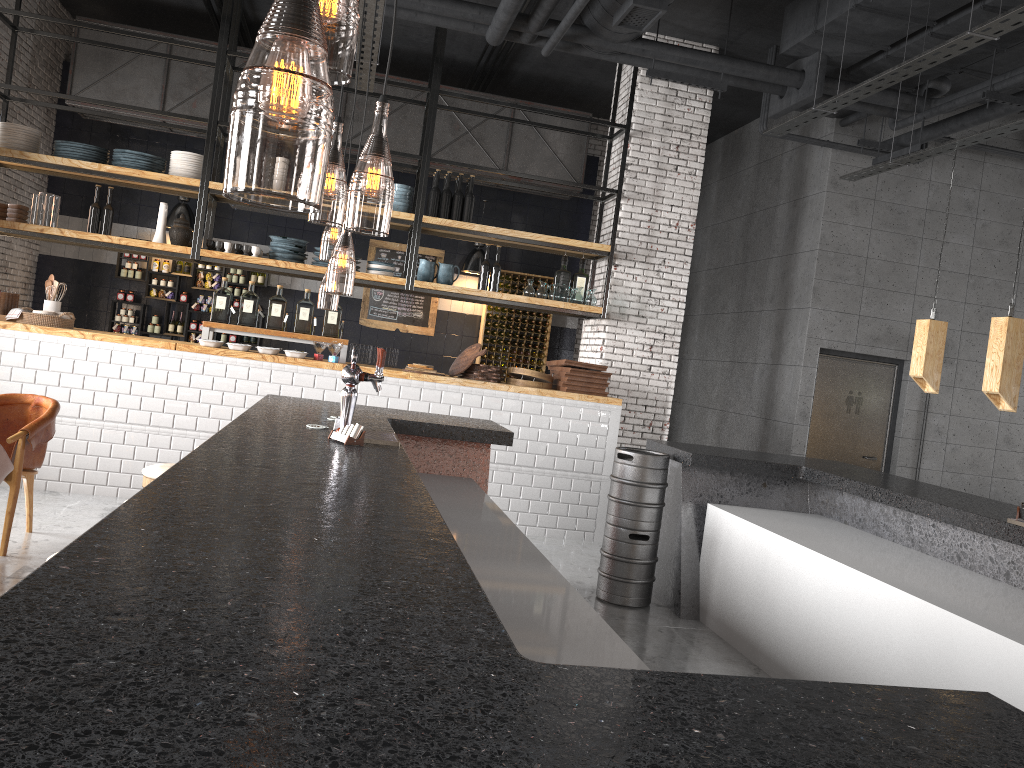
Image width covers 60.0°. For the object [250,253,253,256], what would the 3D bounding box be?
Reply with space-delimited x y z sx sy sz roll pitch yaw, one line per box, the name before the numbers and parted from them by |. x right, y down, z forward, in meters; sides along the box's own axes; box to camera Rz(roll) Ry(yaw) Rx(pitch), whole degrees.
object | -2.449 -1.212 8.290 0.072 0.097 0.072 7 1 -44

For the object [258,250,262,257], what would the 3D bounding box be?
object | -2.350 -1.196 8.190 0.072 0.097 0.072 7 1 -12

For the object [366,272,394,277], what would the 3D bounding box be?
object | -1.252 -1.027 8.393 0.263 0.026 0.263 8 2 24

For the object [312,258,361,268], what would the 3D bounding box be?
object | -1.647 -1.123 8.313 0.454 0.050 0.454 8 1 9

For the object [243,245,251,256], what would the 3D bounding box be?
object | -2.383 -1.194 7.946 0.072 0.097 0.072 7 1 -2

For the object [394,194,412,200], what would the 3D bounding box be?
object | -1.059 -1.731 8.384 0.218 0.092 0.218 8 1 25

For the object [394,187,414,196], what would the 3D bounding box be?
object | -1.041 -1.794 8.385 0.218 0.096 0.219 7 1 -27

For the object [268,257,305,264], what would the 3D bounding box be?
object | -2.093 -1.132 8.227 0.334 0.033 0.335 6 2 -42

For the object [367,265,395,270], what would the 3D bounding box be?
object | -1.243 -1.092 8.392 0.263 0.028 0.263 8 2 16

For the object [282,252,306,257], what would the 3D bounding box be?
object | -2.088 -1.185 8.228 0.334 0.051 0.334 8 2 19

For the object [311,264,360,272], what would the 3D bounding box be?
object | -1.654 -1.075 8.314 0.453 0.033 0.454 7 2 -29

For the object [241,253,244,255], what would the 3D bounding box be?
object | -2.524 -1.222 8.276 0.072 0.097 0.072 8 1 33

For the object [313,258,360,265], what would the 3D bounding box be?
object | -1.646 -1.148 8.311 0.454 0.062 0.452 8 2 33

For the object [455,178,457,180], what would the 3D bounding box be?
object | -0.530 -1.986 8.652 0.046 0.031 0.046 7 1 -33

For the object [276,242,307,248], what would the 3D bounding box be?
object | -2.075 -1.276 8.227 0.334 0.035 0.335 6 2 -36

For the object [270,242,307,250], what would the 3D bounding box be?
object | -2.076 -1.265 8.229 0.335 0.052 0.334 8 1 6

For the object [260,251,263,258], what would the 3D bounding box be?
object | -2.373 -1.202 8.305 0.072 0.097 0.072 7 1 -11

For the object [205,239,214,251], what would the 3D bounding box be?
object | -2.690 -1.233 7.885 0.072 0.097 0.072 8 1 12

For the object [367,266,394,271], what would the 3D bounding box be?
object | -1.244 -1.081 8.392 0.263 0.032 0.263 9 2 37

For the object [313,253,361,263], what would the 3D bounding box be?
object | -1.640 -1.171 8.311 0.453 0.065 0.453 9 2 42

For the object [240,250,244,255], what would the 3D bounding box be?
object | -2.502 -1.216 8.161 0.072 0.097 0.072 8 1 19

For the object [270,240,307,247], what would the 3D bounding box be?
object | -2.073 -1.291 8.226 0.334 0.036 0.335 7 2 -22

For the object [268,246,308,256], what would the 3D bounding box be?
object | -2.078 -1.219 8.227 0.372 0.071 0.373 8 1 1

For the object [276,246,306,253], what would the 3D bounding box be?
object | -2.080 -1.236 8.227 0.334 0.039 0.335 7 2 -11

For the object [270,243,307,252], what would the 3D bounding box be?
object | -2.077 -1.249 8.229 0.335 0.052 0.333 8 2 27

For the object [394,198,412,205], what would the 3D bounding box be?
object | -1.063 -1.699 8.381 0.218 0.092 0.219 7 1 -21

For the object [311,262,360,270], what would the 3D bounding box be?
object | -1.652 -1.099 8.313 0.453 0.042 0.455 6 2 -36

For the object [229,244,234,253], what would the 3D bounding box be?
object | -2.560 -1.220 8.030 0.072 0.097 0.072 7 1 -10

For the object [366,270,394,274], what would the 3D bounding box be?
object | -1.250 -1.049 8.392 0.262 0.037 0.264 6 2 -37

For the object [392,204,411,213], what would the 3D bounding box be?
object | -1.068 -1.634 8.383 0.218 0.085 0.219 6 2 -42

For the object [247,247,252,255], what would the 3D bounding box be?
object | -2.405 -1.200 8.060 0.072 0.097 0.072 8 1 38

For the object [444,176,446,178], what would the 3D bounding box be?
object | -0.639 -1.999 8.631 0.046 0.031 0.046 7 1 -33

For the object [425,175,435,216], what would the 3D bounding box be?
object | -0.773 -1.795 8.612 0.098 0.471 0.098 8 0 11

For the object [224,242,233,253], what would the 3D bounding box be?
object | -2.538 -1.214 7.915 0.072 0.097 0.072 8 1 29

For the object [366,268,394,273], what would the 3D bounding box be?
object | -1.247 -1.067 8.393 0.265 0.038 0.265 8 1 12

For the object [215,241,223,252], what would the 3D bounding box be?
object | -2.615 -1.223 7.900 0.072 0.097 0.072 8 1 11

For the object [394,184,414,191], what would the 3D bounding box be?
object | -1.042 -1.826 8.386 0.219 0.091 0.218 8 1 6

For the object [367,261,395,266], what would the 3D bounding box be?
object | -1.239 -1.131 8.392 0.265 0.037 0.265 7 2 -16

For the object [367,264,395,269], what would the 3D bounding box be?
object | -1.242 -1.102 8.392 0.263 0.029 0.264 6 2 -35

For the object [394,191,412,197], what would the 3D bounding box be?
object | -1.055 -1.763 8.385 0.218 0.092 0.218 8 2 30

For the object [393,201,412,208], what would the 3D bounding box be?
object | -1.059 -1.666 8.385 0.218 0.093 0.219 7 1 -28

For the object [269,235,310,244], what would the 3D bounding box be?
object | -2.068 -1.325 8.226 0.373 0.050 0.373 8 1 11

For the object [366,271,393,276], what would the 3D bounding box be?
object | -1.250 -1.039 8.391 0.263 0.038 0.263 8 1 4

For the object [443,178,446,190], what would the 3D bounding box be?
object | -0.669 -1.775 8.632 0.098 0.458 0.098 8 0 11

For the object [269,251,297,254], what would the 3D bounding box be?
object | -2.086 -1.197 8.227 0.334 0.045 0.335 7 2 -15

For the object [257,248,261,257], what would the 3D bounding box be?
object | -2.328 -1.191 8.076 0.072 0.097 0.072 7 1 -7

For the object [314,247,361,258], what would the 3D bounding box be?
object | -1.633 -1.217 8.313 0.453 0.062 0.454 8 1 4

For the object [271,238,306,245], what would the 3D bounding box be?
object | -2.069 -1.305 8.227 0.334 0.048 0.335 7 2 -24

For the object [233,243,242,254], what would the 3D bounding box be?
object | -2.458 -1.204 7.931 0.072 0.097 0.072 8 1 9

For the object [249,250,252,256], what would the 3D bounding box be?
object | -2.427 -1.206 8.175 0.072 0.097 0.072 7 1 -3

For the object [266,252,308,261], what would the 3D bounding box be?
object | -2.091 -1.168 8.230 0.372 0.067 0.372 7 2 -30

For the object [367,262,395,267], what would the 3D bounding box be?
object | -1.239 -1.120 8.392 0.265 0.034 0.265 8 1 2

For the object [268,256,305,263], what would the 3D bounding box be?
object | -2.091 -1.146 8.226 0.334 0.046 0.335 7 2 -26

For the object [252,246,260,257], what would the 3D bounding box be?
object | -2.306 -1.185 7.961 0.072 0.097 0.072 8 1 21

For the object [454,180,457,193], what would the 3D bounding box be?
object | -0.559 -1.761 8.654 0.098 0.458 0.098 7 0 -33

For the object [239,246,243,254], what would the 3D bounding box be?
object | -2.480 -1.210 8.046 0.072 0.097 0.072 8 1 17

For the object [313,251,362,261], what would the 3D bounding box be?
object | -1.639 -1.193 8.312 0.454 0.048 0.453 8 2 16
